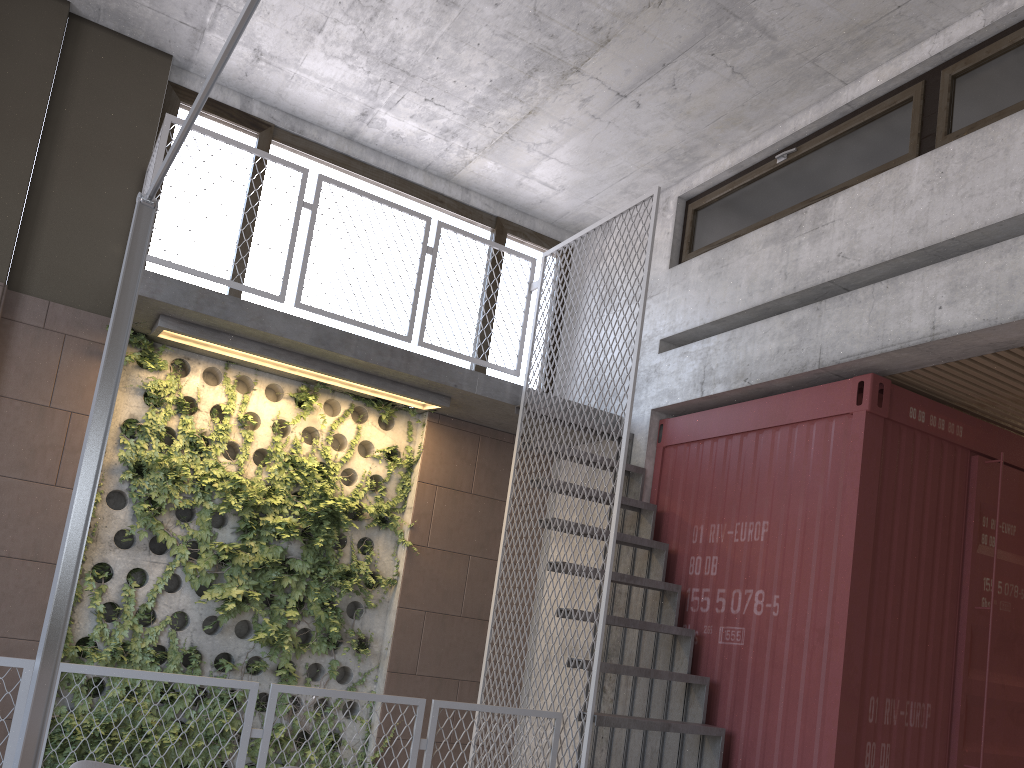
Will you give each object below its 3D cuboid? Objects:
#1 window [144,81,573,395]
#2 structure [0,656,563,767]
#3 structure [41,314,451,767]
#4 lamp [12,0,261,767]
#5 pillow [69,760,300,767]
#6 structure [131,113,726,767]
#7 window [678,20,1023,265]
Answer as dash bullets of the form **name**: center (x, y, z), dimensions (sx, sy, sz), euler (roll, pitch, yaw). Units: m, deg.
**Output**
- **window**: center (-1.111, -0.875, 7.122), dimensions (3.623, 1.707, 0.111), euler (16, -11, -28)
- **structure**: center (-2.142, 1.965, 4.841), dimensions (4.499, 0.910, 1.952), euler (17, -17, -28)
- **structure**: center (-1.816, 1.420, 6.268), dimensions (2.668, 3.727, 1.013), euler (14, -10, -29)
- **lamp**: center (-0.809, 0.215, 2.261), dimensions (0.771, 3.339, 2.641), euler (15, -13, -40)
- **pillow**: center (-0.777, 1.164, 2.031), dimensions (0.571, 0.543, 0.223), euler (14, -11, -26)
- **structure**: center (-0.674, 0.829, 5.661), dimensions (3.741, 4.207, 3.070), euler (15, -12, -28)
- **window**: center (3.432, -1.914, 3.265), dimensions (0.115, 0.591, 8.557), euler (13, -16, -27)
